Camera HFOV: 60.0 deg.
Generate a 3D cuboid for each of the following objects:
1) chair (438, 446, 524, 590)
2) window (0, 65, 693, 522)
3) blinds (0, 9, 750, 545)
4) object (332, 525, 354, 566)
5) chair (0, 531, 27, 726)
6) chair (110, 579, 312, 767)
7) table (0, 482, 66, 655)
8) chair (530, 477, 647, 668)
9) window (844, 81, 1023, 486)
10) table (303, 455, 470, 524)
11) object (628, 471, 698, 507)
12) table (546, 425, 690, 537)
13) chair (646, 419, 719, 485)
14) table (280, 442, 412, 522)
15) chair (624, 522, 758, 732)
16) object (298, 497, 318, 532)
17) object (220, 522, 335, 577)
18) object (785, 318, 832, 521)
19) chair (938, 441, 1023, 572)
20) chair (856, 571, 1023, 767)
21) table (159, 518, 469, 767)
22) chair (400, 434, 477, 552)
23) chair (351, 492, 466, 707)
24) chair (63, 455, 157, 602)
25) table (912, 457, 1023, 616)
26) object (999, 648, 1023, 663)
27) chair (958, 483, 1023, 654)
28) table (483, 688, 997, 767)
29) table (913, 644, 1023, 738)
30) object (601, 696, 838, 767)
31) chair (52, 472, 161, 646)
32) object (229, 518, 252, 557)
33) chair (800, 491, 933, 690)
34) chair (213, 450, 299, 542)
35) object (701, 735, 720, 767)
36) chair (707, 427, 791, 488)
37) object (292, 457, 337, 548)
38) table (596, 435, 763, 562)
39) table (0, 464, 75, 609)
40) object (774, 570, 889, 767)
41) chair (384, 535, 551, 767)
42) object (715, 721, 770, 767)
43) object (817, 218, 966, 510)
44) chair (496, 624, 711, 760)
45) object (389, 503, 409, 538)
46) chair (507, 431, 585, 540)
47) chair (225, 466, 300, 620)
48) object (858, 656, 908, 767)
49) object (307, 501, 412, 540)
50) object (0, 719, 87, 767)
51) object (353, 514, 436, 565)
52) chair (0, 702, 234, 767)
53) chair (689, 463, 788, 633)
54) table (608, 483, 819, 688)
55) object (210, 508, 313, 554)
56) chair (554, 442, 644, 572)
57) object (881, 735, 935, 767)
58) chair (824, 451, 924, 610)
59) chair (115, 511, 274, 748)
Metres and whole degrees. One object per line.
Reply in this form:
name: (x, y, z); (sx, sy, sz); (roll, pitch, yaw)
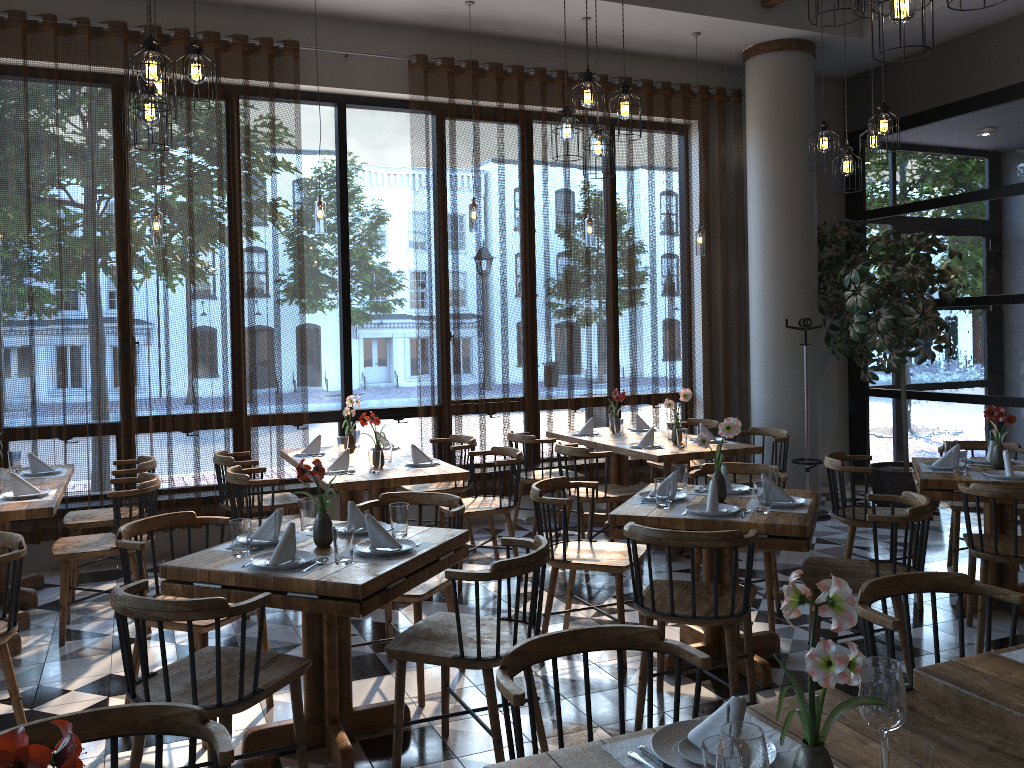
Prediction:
chair: (-0.200, 0.847, 5.752); (0.550, 0.817, 0.520); (-2, 2, -23)
window: (-4.943, -0.522, 4.402); (4.493, 3.163, 15.146); (1, 4, 44)
blinds: (-1.173, -0.803, 6.879); (7.268, 3.579, 0.160); (-2, 1, -23)
object: (-0.603, 0.578, 3.171); (0.080, 0.132, 0.080); (-2, 1, -18)
chair: (-2.146, 1.022, 3.344); (0.519, 0.817, 0.550); (-1, 2, 22)
chair: (-0.971, 1.024, 2.856); (0.519, 0.817, 0.550); (-1, 2, 22)
table: (-2.822, 0.991, 4.622); (0.850, 0.763, 0.851); (-2, 2, -23)
chair: (0.379, 0.908, 4.426); (0.549, 0.817, 0.520); (-1, 2, 22)
window: (4.918, -0.743, 8.203); (2.187, 3.546, 2.729); (-2, 2, -23)
table: (-0.798, 0.900, 5.488); (0.850, 0.763, 0.851); (-2, 2, -23)
object: (0.730, 0.486, 4.276); (0.272, 0.137, 0.352); (0, 3, 22)
table: (0.846, 0.775, 7.123); (0.850, 0.763, 0.851); (-2, 2, -23)
chair: (1.450, 0.721, 7.376); (0.550, 0.817, 0.520); (-2, 2, -23)
table: (-1.135, 0.864, 6.275); (0.850, 0.763, 0.851); (-2, 2, -23)
chair: (0.738, 0.948, 3.587); (0.519, 0.817, 0.550); (-1, 2, 22)
object: (-0.859, 0.551, 3.736); (0.080, 0.132, 0.080); (-2, 1, -18)
object: (-0.829, 0.579, 3.193); (0.352, 0.137, 0.273); (0, 3, 22)
object: (2.459, 0.279, 7.391); (0.374, 1.657, 0.375); (-1, 1, -1)
chair: (2.955, 0.793, 5.528); (0.519, 0.817, 0.550); (-1, 2, 22)
chair: (1.268, 1.000, 2.457); (0.520, 0.817, 0.550); (-2, 2, -23)
table: (-0.722, 1.012, 3.454); (0.864, 0.763, 0.865); (0, 2, 22)
chair: (-0.532, 0.810, 6.528); (0.550, 0.817, 0.520); (-2, 2, -23)
chair: (-0.492, 0.947, 4.052); (0.519, 0.817, 0.550); (-1, 2, 22)
chair: (-2.555, 0.901, 5.661); (0.550, 0.817, 0.520); (-2, 2, -23)
table: (2.715, 0.858, 4.926); (0.864, 0.763, 0.865); (0, 2, 22)
object: (1.405, 0.592, 2.114); (0.352, 0.137, 0.272); (-2, 3, -23)
chair: (2.476, 0.870, 4.332); (0.519, 0.817, 0.550); (-1, 2, 22)
table: (0.510, 1.099, 1.445); (0.850, 0.763, 0.851); (-2, 2, -23)
table: (1.511, 1.054, 1.874); (0.850, 0.763, 0.851); (-2, 2, -23)
object: (0.386, 0.638, 1.677); (0.352, 0.137, 0.272); (-2, 3, -23)
chair: (-2.223, 0.937, 4.886); (0.550, 0.817, 0.520); (-2, 2, -23)
object: (-1.017, 0.578, 3.323); (0.080, 0.132, 0.080); (-1, 1, -8)
chair: (1.576, 0.910, 3.946); (0.549, 0.817, 0.520); (-1, 2, 22)
chair: (-1.732, 0.864, 6.014); (0.550, 0.817, 0.520); (-2, 2, -23)
object: (0.350, 0.654, 1.441); (0.080, 0.132, 0.080); (-2, 1, -18)
chair: (1.782, 0.758, 6.600); (0.550, 0.817, 0.520); (-2, 2, -23)
object: (-0.762, 0.456, 3.416); (0.156, 0.355, 0.171); (0, 1, 32)
table: (1.183, 0.812, 6.336); (0.850, 0.763, 0.851); (-2, 2, -23)
table: (-3.159, 0.954, 5.409); (0.850, 0.763, 0.851); (-2, 2, -23)
object: (0.507, 0.517, 1.434); (0.146, 0.400, 0.207); (-2, 1, -21)
chair: (-0.133, 0.987, 3.214); (0.549, 0.817, 0.520); (-1, 2, 22)
object: (0.343, 0.620, 1.313); (0.081, 0.215, 0.081); (-1, 1, 30)
object: (3.102, -0.227, 7.839); (1.381, 2.590, 1.635); (-2, 2, -39)
chair: (0.255, 1.045, 2.024); (0.520, 0.817, 0.550); (-2, 2, -23)
object: (-0.455, 0.552, 3.576); (0.080, 0.132, 0.080); (-2, 1, -18)
chair: (0.250, 0.775, 6.863); (0.550, 0.817, 0.520); (-2, 2, -23)
chair: (-1.400, 0.900, 5.239); (0.550, 0.817, 0.520); (-2, 2, -23)
object: (0.656, 0.599, 1.566); (0.081, 0.215, 0.081); (-1, 1, 30)
object: (-0.636, 0.547, 3.695); (0.352, 0.137, 0.273); (0, 3, 22)
object: (-0.540, 0.584, 1.038); (0.156, 0.355, 0.171); (-2, 1, -20)
object: (-0.484, 0.563, 3.347); (0.272, 0.137, 0.352); (0, 3, 22)
chair: (-0.758, 1.090, 1.590); (0.520, 0.817, 0.550); (-2, 2, -23)
chair: (1.217, 0.871, 4.784); (0.519, 0.817, 0.550); (-1, 2, 22)
table: (0.987, 0.936, 4.186); (0.864, 0.763, 0.865); (0, 2, 22)
object: (-0.981, 0.562, 3.540); (0.272, 0.137, 0.352); (0, 3, 22)
chair: (0.582, 0.812, 6.087); (0.550, 0.817, 0.520); (-2, 2, -23)
object: (0.639, 0.649, 1.429); (0.080, 0.132, 0.080); (-2, 2, -23)
chair: (2.117, 0.831, 5.170); (0.549, 0.817, 0.520); (-1, 2, 22)
chair: (-1.330, 0.985, 3.694); (0.549, 0.817, 0.520); (-1, 2, 22)
